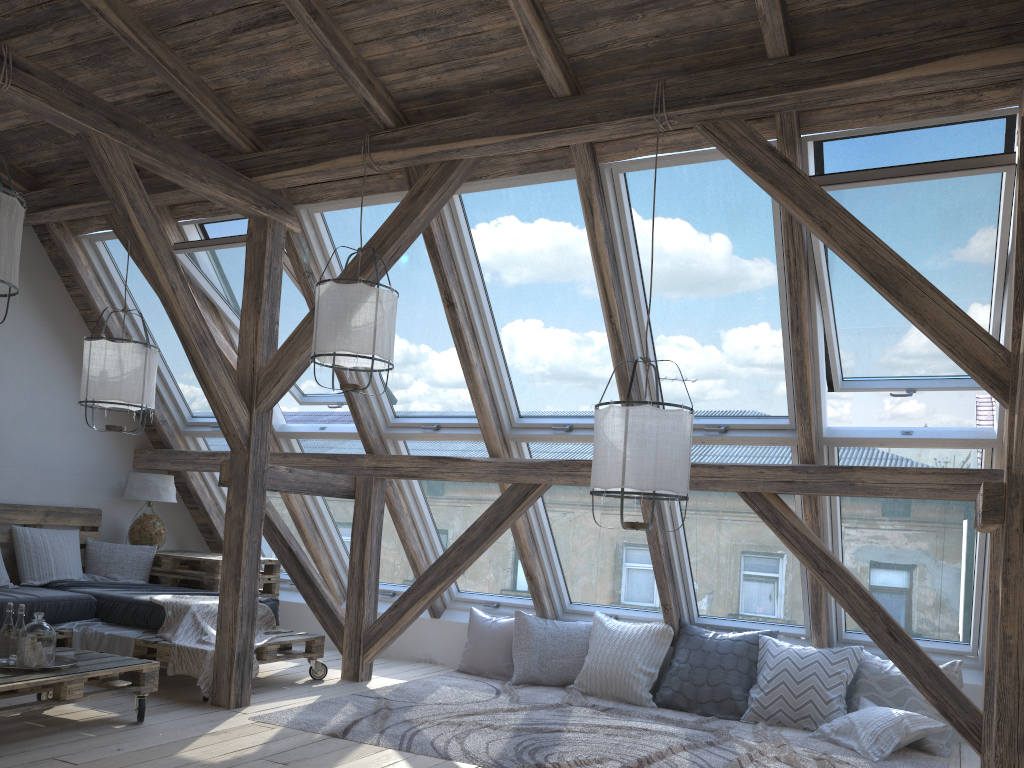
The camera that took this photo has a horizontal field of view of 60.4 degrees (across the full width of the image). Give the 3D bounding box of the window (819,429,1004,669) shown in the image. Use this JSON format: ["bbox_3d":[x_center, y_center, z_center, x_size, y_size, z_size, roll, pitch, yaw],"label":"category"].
[{"bbox_3d":[2.184,0.935,4.873,0.854,1.266,1.108,1,-6,27],"label":"window"}]

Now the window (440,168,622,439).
[{"bbox_3d":[0.173,-0.388,4.854,0.854,1.266,1.108,1,-6,27],"label":"window"}]

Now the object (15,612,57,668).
[{"bbox_3d":[-2.118,1.141,3.923,0.156,0.245,0.157,4,-4,-5],"label":"object"}]

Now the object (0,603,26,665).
[{"bbox_3d":[-2.265,1.133,3.997,0.153,0.265,0.072,2,-3,27],"label":"object"}]

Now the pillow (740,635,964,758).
[{"bbox_3d":[1.957,1.771,5.060,1.154,0.529,0.506,-1,-7,32],"label":"pillow"}]

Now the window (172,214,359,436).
[{"bbox_3d":[-1.450,-0.350,5.720,0.854,1.265,1.366,1,-6,27],"label":"window"}]

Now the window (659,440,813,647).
[{"bbox_3d":[1.362,0.950,5.285,0.854,1.266,1.108,1,-6,27],"label":"window"}]

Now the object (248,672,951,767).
[{"bbox_3d":[0.563,1.834,4.713,3.184,0.056,2.216,-1,-10,27],"label":"object"}]

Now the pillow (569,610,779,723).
[{"bbox_3d":[0.996,1.768,5.593,1.271,0.558,0.473,-1,-7,28],"label":"pillow"}]

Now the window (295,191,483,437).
[{"bbox_3d":[-0.649,-0.373,5.267,0.854,1.266,1.108,1,-6,27],"label":"window"}]

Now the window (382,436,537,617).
[{"bbox_3d":[-0.281,0.981,6.111,0.854,1.266,1.108,1,-6,27],"label":"window"}]

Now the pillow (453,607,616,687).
[{"bbox_3d":[0.119,1.824,6.060,1.132,0.520,0.440,1,-6,19],"label":"pillow"}]

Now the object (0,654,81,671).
[{"bbox_3d":[-2.174,1.264,3.990,0.398,0.021,0.396,12,-13,-43],"label":"object"}]

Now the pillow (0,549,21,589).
[{"bbox_3d":[-3.450,1.024,5.142,0.350,0.351,1.144,1,-9,27],"label":"pillow"}]

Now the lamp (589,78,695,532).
[{"bbox_3d":[0.571,-0.339,3.622,0.401,1.880,0.408,5,-3,-22],"label":"lamp"}]

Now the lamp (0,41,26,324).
[{"bbox_3d":[-2.145,-0.795,3.470,0.409,1.075,0.401,5,-3,-22],"label":"lamp"}]

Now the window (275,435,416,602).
[{"bbox_3d":[-1.102,0.996,6.523,0.854,1.266,1.108,1,-6,27],"label":"window"}]

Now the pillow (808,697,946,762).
[{"bbox_3d":[1.927,1.850,4.708,0.477,0.240,0.541,7,-9,-21],"label":"pillow"}]

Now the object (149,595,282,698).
[{"bbox_3d":[-1.651,1.535,5.224,0.816,0.469,1.014,9,-9,-33],"label":"object"}]

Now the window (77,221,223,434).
[{"bbox_3d":[-2.292,-0.343,6.092,0.854,1.266,1.108,1,-6,27],"label":"window"}]

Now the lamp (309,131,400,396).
[{"bbox_3d":[-0.745,-0.606,4.304,0.400,1.294,0.410,4,-3,3],"label":"lamp"}]

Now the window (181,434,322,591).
[{"bbox_3d":[-1.924,1.011,6.936,0.854,1.266,1.108,1,-6,27],"label":"window"}]

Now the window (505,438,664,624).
[{"bbox_3d":[0.541,0.965,5.698,0.854,1.266,1.108,1,-6,27],"label":"window"}]

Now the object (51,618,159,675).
[{"bbox_3d":[-2.461,1.582,5.324,0.707,0.274,0.511,2,-8,11],"label":"object"}]

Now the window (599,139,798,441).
[{"bbox_3d":[0.994,-0.403,4.442,0.854,1.266,1.108,1,-6,27],"label":"window"}]

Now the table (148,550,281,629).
[{"bbox_3d":[-2.381,1.646,6.676,1.015,0.696,0.682,0,-7,27],"label":"table"}]

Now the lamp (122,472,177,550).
[{"bbox_3d":[-2.958,1.308,6.632,0.822,1.274,0.392,3,-3,12],"label":"lamp"}]

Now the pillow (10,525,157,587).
[{"bbox_3d":[-2.987,1.203,6.139,0.387,0.395,0.978,-2,-10,43],"label":"pillow"}]

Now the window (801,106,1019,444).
[{"bbox_3d":[1.838,-0.410,4.073,0.854,1.265,1.423,1,-7,27],"label":"window"}]

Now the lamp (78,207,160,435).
[{"bbox_3d":[-2.208,-0.477,5.031,0.401,1.505,0.408,5,-3,-22],"label":"lamp"}]
